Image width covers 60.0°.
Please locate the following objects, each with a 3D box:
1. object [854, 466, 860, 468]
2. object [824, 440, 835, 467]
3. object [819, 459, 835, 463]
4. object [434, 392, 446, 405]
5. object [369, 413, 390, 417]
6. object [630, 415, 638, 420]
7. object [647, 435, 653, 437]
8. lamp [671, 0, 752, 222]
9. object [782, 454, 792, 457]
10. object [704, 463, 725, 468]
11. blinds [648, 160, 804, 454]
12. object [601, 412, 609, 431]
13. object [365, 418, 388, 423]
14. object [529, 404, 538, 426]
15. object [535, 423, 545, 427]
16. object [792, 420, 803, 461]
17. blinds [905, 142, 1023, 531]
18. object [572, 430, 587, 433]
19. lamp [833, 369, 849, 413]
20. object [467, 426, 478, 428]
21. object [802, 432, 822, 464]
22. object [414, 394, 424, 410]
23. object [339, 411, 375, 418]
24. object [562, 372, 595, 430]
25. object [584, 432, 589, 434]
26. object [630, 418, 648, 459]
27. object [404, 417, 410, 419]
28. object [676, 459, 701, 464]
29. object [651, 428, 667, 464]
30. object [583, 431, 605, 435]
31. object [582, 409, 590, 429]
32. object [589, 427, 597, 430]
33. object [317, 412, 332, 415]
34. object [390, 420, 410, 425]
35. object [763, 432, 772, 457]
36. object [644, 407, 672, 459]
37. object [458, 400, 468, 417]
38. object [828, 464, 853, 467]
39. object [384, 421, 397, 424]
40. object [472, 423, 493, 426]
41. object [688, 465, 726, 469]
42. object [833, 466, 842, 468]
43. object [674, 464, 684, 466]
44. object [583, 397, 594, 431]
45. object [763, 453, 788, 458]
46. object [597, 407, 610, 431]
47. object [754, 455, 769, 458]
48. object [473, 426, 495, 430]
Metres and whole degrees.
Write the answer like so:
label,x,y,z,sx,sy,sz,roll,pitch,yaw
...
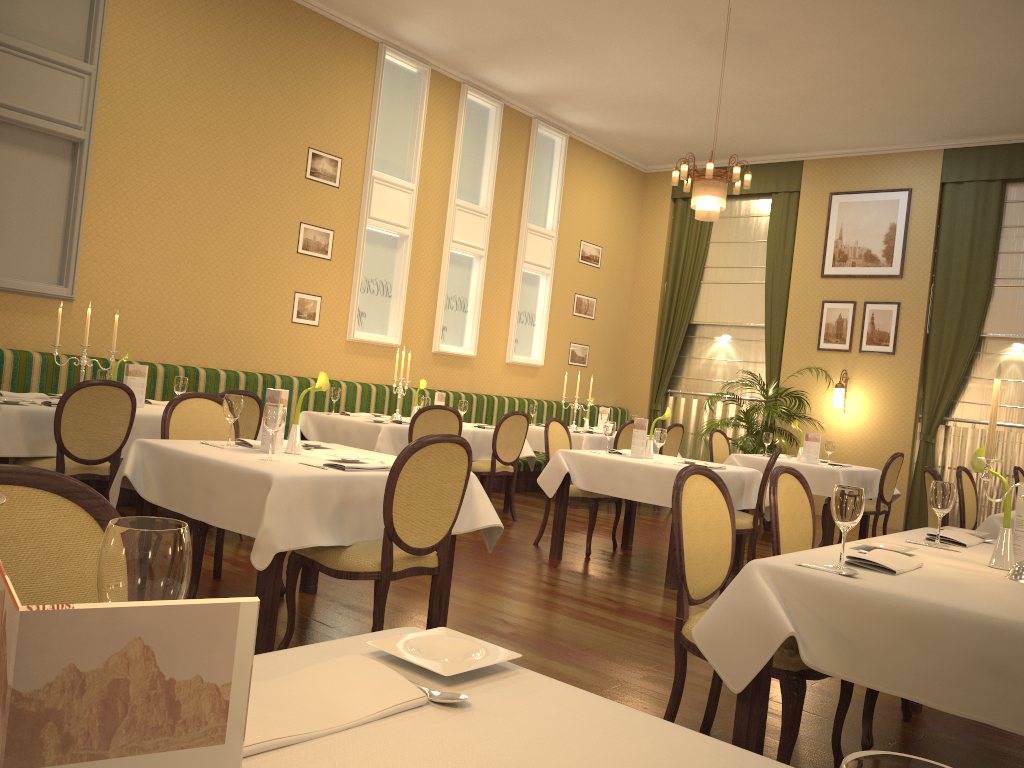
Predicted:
label,x,y,z,sx,sy,sz,roll,pitch,yaw
object,3.168,0.765,8.285,0.181,0.015,0.038,6,0,41
object,2.803,0.616,7.845,0.088,0.229,0.088,6,0,-2
object,2.979,0.741,8.456,0.160,0.024,0.160,6,0,40
object,-0.645,0.214,7.889,0.081,0.277,0.166,6,0,1
object,-1.199,0.279,7.871,0.160,0.024,0.160,6,0,40
object,1.336,0.459,9.782,0.088,0.229,0.088,6,0,-2
object,1.512,0.584,10.000,0.142,0.024,0.273,6,0,40
lamp,1.696,-2.247,7.279,0.593,1.796,0.593,6,0,37
object,2.675,0.708,8.729,0.160,0.024,0.160,6,0,40
object,1.410,0.567,6.157,0.181,0.015,0.038,6,0,41
blinds,2.795,-0.783,11.879,1.934,4.537,0.225,6,0,39
object,0.984,0.419,9.463,0.088,0.229,0.088,6,0,-2
object,-1.052,0.293,6.984,0.160,0.024,0.160,6,0,40
object,0.223,0.335,9.528,0.088,0.229,0.088,6,0,-2
object,0.390,0.455,9.660,0.142,0.033,0.273,6,0,40
object,2.699,0.532,8.352,0.076,0.375,0.163,6,0,-28
blinds,5.471,-0.493,9.629,1.878,4.537,0.129,6,0,40
object,0.663,0.487,9.060,0.160,0.024,0.160,6,0,40
lamp,3.923,0.078,10.581,0.114,0.513,0.323,6,0,29
object,-0.374,0.376,7.821,0.185,0.010,0.017,6,0,40
object,2.727,0.586,8.134,0.081,0.277,0.166,6,0,-44
object,-0.865,0.213,8.204,0.088,0.229,0.088,6,0,-8
object,-1.325,0.262,7.584,0.142,0.033,0.273,6,0,40
object,0.700,0.178,9.635,0.131,0.655,0.390,6,0,-44
object,0.724,0.498,9.211,0.181,0.015,0.038,6,0,41
object,0.884,0.379,6.220,0.081,0.277,0.166,6,0,-4
object,-0.924,0.316,8.134,0.185,0.010,0.017,6,0,41
object,1.235,0.544,6.156,0.160,0.024,0.160,6,0,40
object,0.975,0.410,5.881,0.088,0.229,0.088,6,0,-8
object,0.870,0.507,9.303,0.142,0.033,0.273,6,0,40
object,0.850,0.406,10.280,0.088,0.229,0.088,6,0,-2
object,0.978,0.522,10.430,0.142,0.033,0.273,6,0,40
object,-1.563,0.242,7.388,0.181,0.015,0.038,6,0,41
object,-0.845,0.314,7.227,0.142,0.033,0.273,6,0,40
object,2.399,0.573,8.352,0.088,0.229,0.088,6,0,-2
object,1.025,0.343,6.249,0.163,0.375,0.076,6,0,17
object,-0.435,0.259,7.760,0.088,0.229,0.088,6,0,-2
object,3.009,0.744,8.133,0.142,0.024,0.273,6,0,40
object,-0.991,0.305,7.135,0.181,0.015,0.038,6,0,41
object,-0.280,0.381,8.125,0.160,0.024,0.160,6,0,40
object,1.313,0.553,5.955,0.142,0.024,0.273,6,0,40
object,2.855,0.732,7.926,0.185,0.010,0.017,6,0,40
object,1.141,0.539,5.851,0.185,0.010,0.017,6,0,40
object,0.863,0.333,9.915,0.076,0.375,0.163,6,0,27
object,2.528,0.688,8.502,0.142,0.033,0.273,6,0,40
object,0.995,0.399,9.895,0.081,0.277,0.166,6,0,-34
object,2.340,0.676,8.282,0.185,0.010,0.017,6,0,41
object,-0.203,0.390,7.924,0.142,0.024,0.273,6,0,40
